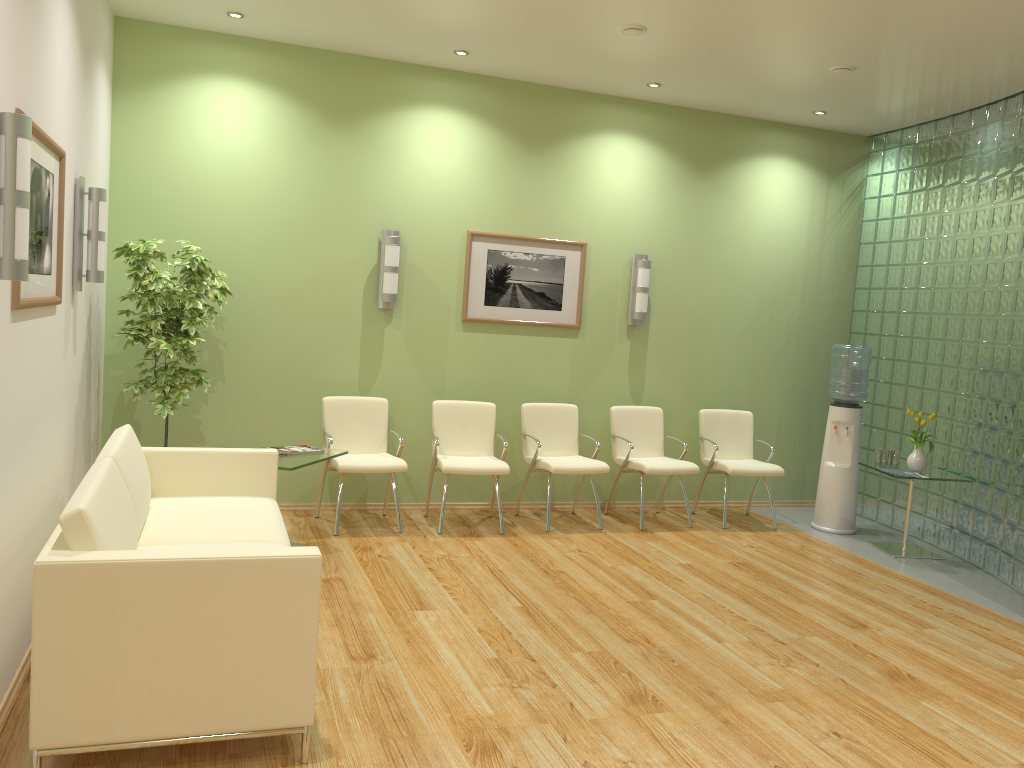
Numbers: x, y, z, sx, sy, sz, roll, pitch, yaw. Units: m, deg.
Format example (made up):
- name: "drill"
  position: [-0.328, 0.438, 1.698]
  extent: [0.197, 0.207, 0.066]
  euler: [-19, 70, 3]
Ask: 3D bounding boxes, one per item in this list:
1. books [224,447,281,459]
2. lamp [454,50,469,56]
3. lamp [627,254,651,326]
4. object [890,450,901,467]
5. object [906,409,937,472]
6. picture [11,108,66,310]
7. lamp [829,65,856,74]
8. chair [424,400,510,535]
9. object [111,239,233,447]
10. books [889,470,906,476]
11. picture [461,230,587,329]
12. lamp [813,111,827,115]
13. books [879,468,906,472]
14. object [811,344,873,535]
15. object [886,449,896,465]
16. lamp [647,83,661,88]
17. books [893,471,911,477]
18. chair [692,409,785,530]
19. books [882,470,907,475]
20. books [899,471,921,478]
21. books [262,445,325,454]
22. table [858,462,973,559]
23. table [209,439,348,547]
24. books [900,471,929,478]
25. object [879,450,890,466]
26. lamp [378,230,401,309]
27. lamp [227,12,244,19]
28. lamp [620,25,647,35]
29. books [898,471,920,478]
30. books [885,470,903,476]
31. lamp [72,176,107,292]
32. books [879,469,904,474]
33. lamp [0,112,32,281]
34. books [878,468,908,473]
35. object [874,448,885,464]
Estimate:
- name: "books"
  position: [-1.570, 0.417, 5.358]
  extent: [0.230, 0.031, 0.328]
  euler: [0, 6, -39]
- name: "lamp"
  position: [-0.352, -2.298, 6.160]
  extent: [0.105, 0.011, 0.105]
  euler: [0, 6, -38]
- name: "lamp"
  position: [1.049, -0.769, 7.250]
  extent: [0.134, 0.580, 0.142]
  euler: [2, 5, -19]
- name: "object"
  position: [2.914, 0.570, 6.750]
  extent: [0.071, 0.119, 0.072]
  euler: [2, 5, -19]
- name: "object"
  position: [3.027, 0.421, 6.584]
  extent: [0.219, 0.459, 0.201]
  euler: [5, 5, 11]
- name: "picture"
  position: [-1.892, -0.659, 3.572]
  extent: [0.025, 0.700, 1.000]
  euler: [2, 5, -19]
- name: "lamp"
  position: [2.203, -2.089, 5.914]
  extent: [0.167, 0.024, 0.167]
  euler: [0, 6, -36]
- name: "chair"
  position: [-0.325, 0.596, 6.513]
  extent: [0.536, 0.881, 0.650]
  euler: [3, 5, -14]
- name: "object"
  position: [-2.185, 0.024, 5.674]
  extent: [0.668, 1.900, 0.943]
  euler: [3, 5, -11]
- name: "books"
  position: [2.851, 0.649, 6.452]
  extent: [0.210, 0.004, 0.150]
  euler: [-1, 7, -44]
- name: "picture"
  position: [0.108, -0.813, 6.984]
  extent: [1.000, 0.700, 0.025]
  euler: [2, 5, -19]
- name: "lamp"
  position: [2.480, -2.183, 7.145]
  extent: [0.105, 0.011, 0.105]
  euler: [0, 6, -38]
- name: "books"
  position: [2.822, 0.640, 6.536]
  extent: [0.210, 0.004, 0.150]
  euler: [5, 5, 6]
- name: "object"
  position: [2.676, 0.437, 7.170]
  extent: [0.353, 1.506, 0.353]
  euler: [3, 5, -12]
- name: "object"
  position: [2.910, 0.562, 6.830]
  extent: [0.071, 0.119, 0.072]
  euler: [2, 5, -19]
- name: "lamp"
  position: [1.064, -2.240, 6.653]
  extent: [0.105, 0.011, 0.105]
  euler: [0, 6, -38]
- name: "books"
  position: [2.865, 0.651, 6.440]
  extent: [0.150, 0.004, 0.210]
  euler: [8, 6, 36]
- name: "chair"
  position: [1.848, 0.684, 7.266]
  extent: [0.536, 0.881, 0.650]
  euler: [3, 5, -14]
- name: "books"
  position: [2.831, 0.645, 6.482]
  extent: [0.210, 0.004, 0.150]
  euler: [2, 5, -24]
- name: "books"
  position: [2.897, 0.654, 6.424]
  extent: [0.150, 0.004, 0.210]
  euler: [5, 5, 16]
- name: "books"
  position: [-1.385, 0.409, 5.604]
  extent: [0.328, 0.031, 0.230]
  euler: [-1, 7, -44]
- name: "table"
  position: [2.975, 0.951, 6.649]
  extent: [0.581, 0.614, 0.581]
  euler: [4, 5, -5]
- name: "table"
  position: [-1.534, 0.729, 5.534]
  extent: [0.736, 0.614, 0.736]
  euler: [5, 5, 16]
- name: "books"
  position: [2.915, 0.656, 6.421]
  extent: [0.150, 0.004, 0.210]
  euler: [5, 5, 6]
- name: "object"
  position: [2.830, 0.564, 6.746]
  extent: [0.071, 0.119, 0.072]
  euler: [2, 5, -19]
- name: "lamp"
  position: [-0.902, -0.848, 6.571]
  extent: [0.134, 0.580, 0.142]
  euler: [2, 5, -19]
- name: "lamp"
  position: [-1.767, -2.355, 5.667]
  extent: [0.105, 0.011, 0.105]
  euler: [5, 5, 7]
- name: "lamp"
  position: [0.739, -2.149, 5.404]
  extent: [0.167, 0.024, 0.167]
  euler: [7, 6, 31]
- name: "books"
  position: [2.880, 0.652, 6.431]
  extent: [0.150, 0.004, 0.210]
  euler: [6, 5, 26]
- name: "books"
  position: [2.840, 0.647, 6.466]
  extent: [0.210, 0.004, 0.150]
  euler: [1, 6, -34]
- name: "lamp"
  position: [-2.169, -0.764, 4.560]
  extent: [0.142, 0.580, 0.134]
  euler: [2, 5, -19]
- name: "books"
  position: [2.825, 0.643, 6.499]
  extent: [0.210, 0.004, 0.150]
  euler: [3, 5, -14]
- name: "lamp"
  position: [-1.501, -0.549, 2.615]
  extent: [0.142, 0.580, 0.134]
  euler: [2, 5, -19]
- name: "books"
  position: [2.822, 0.641, 6.517]
  extent: [0.210, 0.004, 0.150]
  euler: [4, 5, -4]
- name: "object"
  position: [2.826, 0.557, 6.829]
  extent: [0.071, 0.119, 0.072]
  euler: [2, 5, -19]
